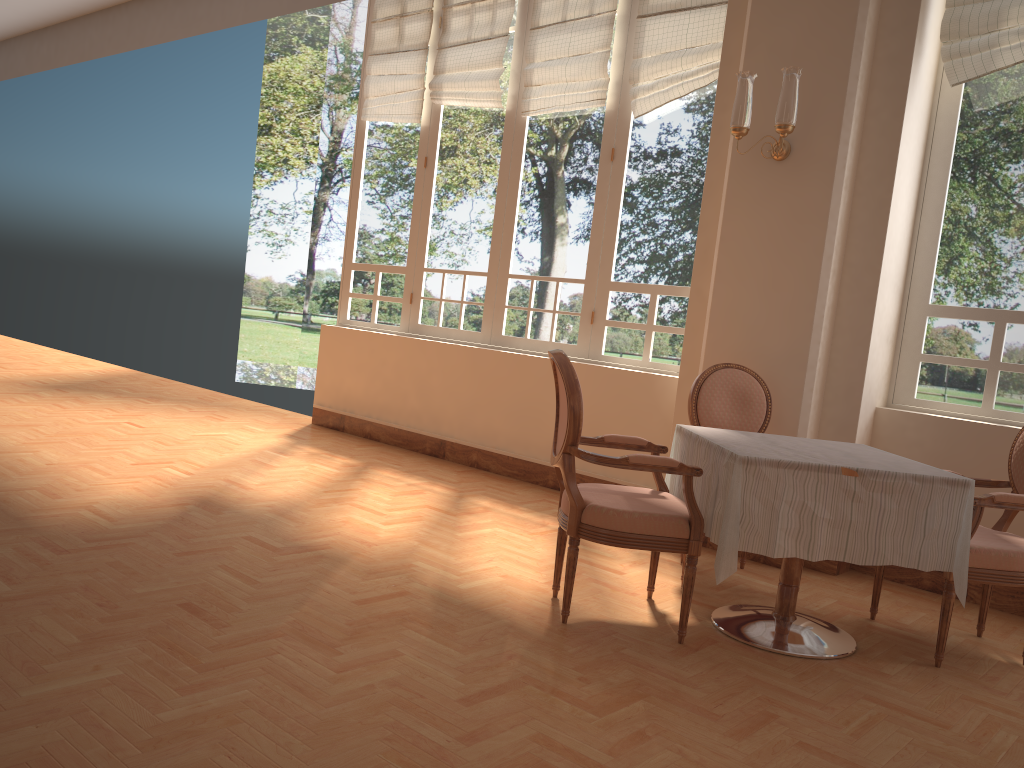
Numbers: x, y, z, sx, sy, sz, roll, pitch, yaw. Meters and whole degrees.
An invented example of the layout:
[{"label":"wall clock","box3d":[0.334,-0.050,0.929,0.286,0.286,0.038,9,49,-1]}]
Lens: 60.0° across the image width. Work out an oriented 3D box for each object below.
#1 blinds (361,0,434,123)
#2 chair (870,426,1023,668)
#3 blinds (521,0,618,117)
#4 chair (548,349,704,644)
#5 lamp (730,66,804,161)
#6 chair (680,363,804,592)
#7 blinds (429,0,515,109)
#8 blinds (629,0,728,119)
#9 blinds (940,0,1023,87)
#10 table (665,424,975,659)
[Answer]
[{"label":"blinds","box3d":[-0.845,-2.587,6.638,0.688,1.294,0.038,11,6,40]},{"label":"chair","box3d":[1.738,0.519,3.268,0.593,0.932,0.520,6,5,-5]},{"label":"blinds","box3d":[0.380,-2.363,5.567,0.688,1.302,0.054,11,6,40]},{"label":"chair","box3d":[0.370,0.367,3.167,0.593,0.932,0.520,6,5,-5]},{"label":"lamp","box3d":[1.194,-1.228,4.073,0.320,0.362,0.274,11,6,40]},{"label":"chair","box3d":[0.982,0.385,3.889,0.521,0.932,0.592,6,5,-5]},{"label":"blinds","box3d":[-0.261,-2.510,6.113,0.698,1.237,0.085,11,6,40]},{"label":"blinds","box3d":[1.021,-2.211,5.024,0.698,1.377,0.072,11,6,41]},{"label":"blinds","box3d":[2.311,-1.964,3.703,0.842,1.377,0.072,11,6,41]},{"label":"table","box3d":[1.025,0.568,3.207,0.829,0.677,0.830,6,4,-4]}]
